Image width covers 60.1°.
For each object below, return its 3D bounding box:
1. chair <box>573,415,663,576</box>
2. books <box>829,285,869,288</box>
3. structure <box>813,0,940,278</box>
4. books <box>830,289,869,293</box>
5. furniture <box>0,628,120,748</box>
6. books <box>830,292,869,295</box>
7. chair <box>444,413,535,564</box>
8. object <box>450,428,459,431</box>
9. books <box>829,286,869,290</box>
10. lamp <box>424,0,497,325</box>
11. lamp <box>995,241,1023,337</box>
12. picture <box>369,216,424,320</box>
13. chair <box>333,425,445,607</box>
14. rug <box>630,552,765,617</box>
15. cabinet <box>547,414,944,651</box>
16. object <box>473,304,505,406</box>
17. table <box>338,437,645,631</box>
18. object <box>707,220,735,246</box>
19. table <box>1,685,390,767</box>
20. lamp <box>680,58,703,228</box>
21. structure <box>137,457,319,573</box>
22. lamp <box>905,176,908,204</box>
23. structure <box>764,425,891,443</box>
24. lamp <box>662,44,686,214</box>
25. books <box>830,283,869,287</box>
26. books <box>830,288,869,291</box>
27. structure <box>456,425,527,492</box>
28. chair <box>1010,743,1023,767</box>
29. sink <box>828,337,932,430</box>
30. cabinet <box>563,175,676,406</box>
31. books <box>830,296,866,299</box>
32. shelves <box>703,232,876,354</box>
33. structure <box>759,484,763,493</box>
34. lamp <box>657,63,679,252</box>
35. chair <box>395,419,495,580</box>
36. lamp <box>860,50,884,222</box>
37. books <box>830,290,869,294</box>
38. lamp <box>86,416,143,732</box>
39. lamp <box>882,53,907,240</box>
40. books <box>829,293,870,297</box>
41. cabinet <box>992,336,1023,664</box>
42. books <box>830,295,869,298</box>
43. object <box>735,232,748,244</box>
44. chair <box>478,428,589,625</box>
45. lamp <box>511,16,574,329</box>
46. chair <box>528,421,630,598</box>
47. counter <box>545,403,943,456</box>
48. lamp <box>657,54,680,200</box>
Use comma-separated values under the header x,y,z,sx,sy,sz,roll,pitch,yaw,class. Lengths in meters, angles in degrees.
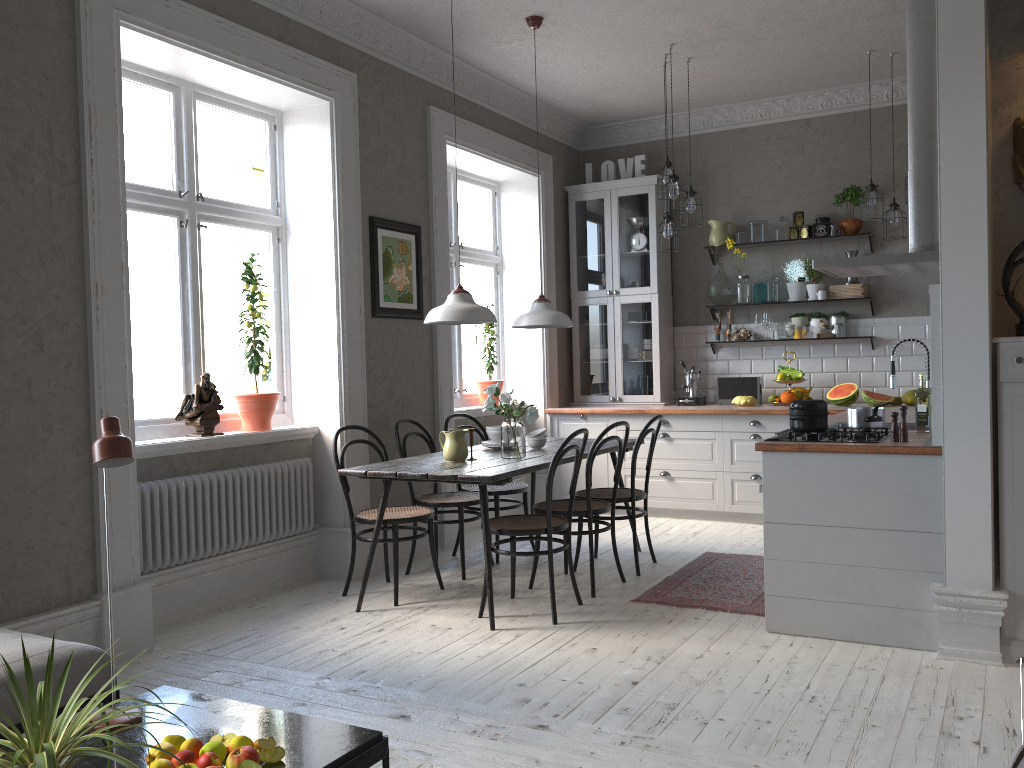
x,y,z,sx,sy,sz,roll,pitch,yaw,class
0.636,0.644,5.300,0.540,0.920,0.445,-1,2,26,chair
2.629,-0.755,6.907,0.255,0.016,0.161,0,2,38,books
2.121,-1.444,5.009,0.700,1.596,0.725,-1,2,29,structure
2.629,-0.723,6.908,0.256,0.011,0.161,-1,2,31,books
-1.619,0.987,2.393,0.573,0.476,0.842,-1,2,29,furniture
2.630,-0.701,6.908,0.255,0.016,0.161,0,2,38,books
-0.151,0.653,5.767,0.537,0.920,0.447,0,2,41,chair
-0.307,0.321,4.831,0.063,0.172,0.061,-3,2,-40,object
2.629,-0.744,6.907,0.255,0.016,0.161,0,2,41,books
-0.290,-1.238,4.552,0.385,1.858,0.373,-2,2,-24,lamp
2.233,-0.357,3.627,0.440,0.558,0.175,0,2,36,lamp
-0.723,-0.721,5.610,0.019,0.619,0.530,-1,2,30,picture
-0.685,0.689,4.851,0.538,0.920,0.447,0,2,36,chair
1.235,1.087,4.938,0.723,0.014,1.312,-1,2,29,rug
1.715,0.633,5.769,2.009,0.854,4.150,-2,1,-14,cabinet
-0.188,-0.234,7.102,0.265,0.813,0.255,-2,2,-34,object
0.000,0.758,5.103,0.889,0.735,1.954,-1,2,29,table
1.720,-1.240,7.305,0.187,0.216,0.177,0,2,43,object
-1.013,1.081,1.926,0.834,0.303,1.333,-1,2,29,table
1.217,-1.958,6.096,0.145,1.735,0.148,-1,1,16,lamp
-1.466,0.655,4.608,0.146,0.428,1.244,-1,2,28,structure
2.786,-2.127,6.126,0.149,1.735,0.145,-2,2,-19,lamp
1.512,0.232,4.193,0.487,0.031,0.616,-1,2,29,structure
1.048,-1.998,5.823,0.148,1.735,0.145,-2,1,-14,lamp
2.628,-0.766,6.907,0.256,0.011,0.161,-1,2,35,books
2.629,-0.734,6.908,0.256,0.011,0.161,-1,2,35,books
-0.196,0.568,6.853,0.146,0.428,1.244,-1,2,28,structure
0.256,0.851,1.224,0.999,0.721,0.516,-1,2,28,chair
1.957,0.116,4.697,0.519,0.720,0.495,-1,2,29,sink
0.946,-0.755,7.642,0.864,1.921,0.394,-1,2,28,cabinet
2.631,-0.668,6.909,0.256,0.011,0.161,-1,2,31,books
2.220,-0.685,7.121,1.293,0.923,0.233,-1,2,28,shelves
1.543,0.595,4.186,0.607,0.623,0.633,-1,2,29,structure
1.072,-1.798,6.185,0.147,1.735,0.146,-2,1,-4,lamp
-0.410,0.670,5.344,0.540,0.920,0.445,-1,2,26,chair
2.440,-1.986,6.040,0.149,1.735,0.144,-2,2,-29,lamp
2.630,-0.712,6.908,0.256,0.011,0.161,-1,2,35,books
-1.069,0.504,2.352,0.140,0.839,0.247,-2,2,-25,lamp
2.622,-1.869,6.102,0.147,1.735,0.147,-2,1,1,lamp
2.630,-0.690,6.909,0.255,0.016,0.161,0,2,41,books
2.290,0.454,3.517,0.654,1.297,0.391,-1,2,29,cabinet
2.630,-0.680,6.909,0.256,0.011,0.161,-1,2,35,books
1.888,-1.190,7.283,0.101,0.111,0.105,-1,2,29,object
0.113,0.679,4.404,0.540,0.920,0.445,-1,2,26,chair
0.159,-1.269,5.343,0.371,1.858,0.387,0,2,36,lamp
0.378,0.661,4.879,0.538,0.920,0.447,0,2,36,chair
1.239,0.233,5.838,3.105,0.039,3.451,-1,2,29,counter
1.041,-2.133,6.005,0.145,1.735,0.148,-1,1,16,lamp
